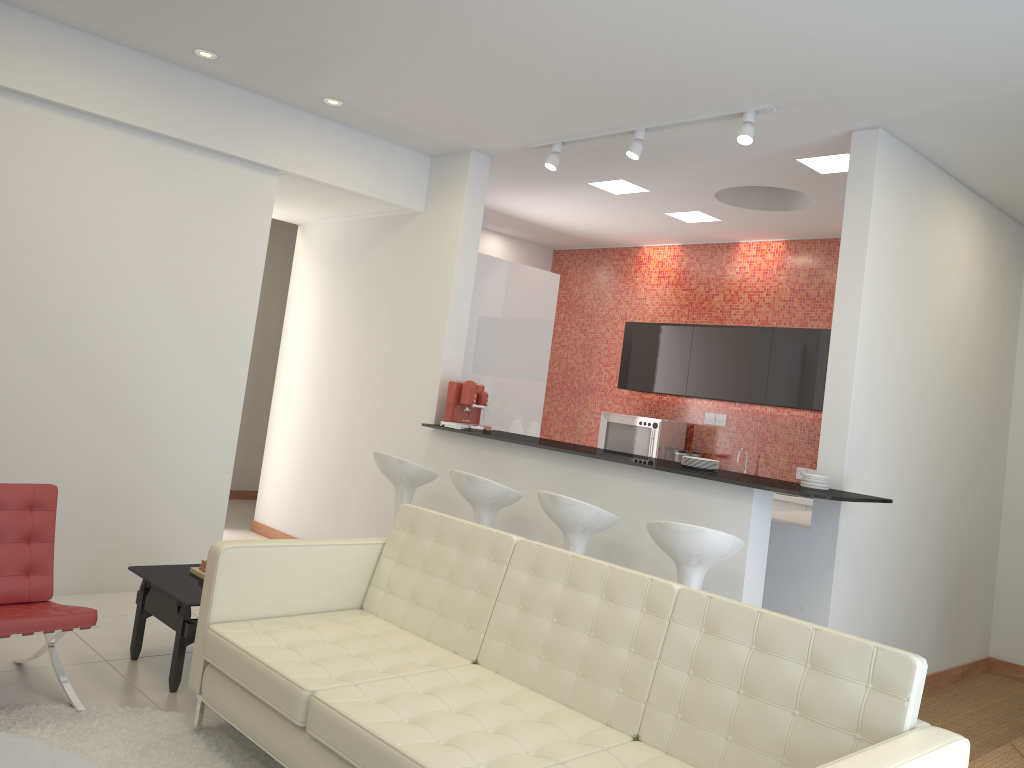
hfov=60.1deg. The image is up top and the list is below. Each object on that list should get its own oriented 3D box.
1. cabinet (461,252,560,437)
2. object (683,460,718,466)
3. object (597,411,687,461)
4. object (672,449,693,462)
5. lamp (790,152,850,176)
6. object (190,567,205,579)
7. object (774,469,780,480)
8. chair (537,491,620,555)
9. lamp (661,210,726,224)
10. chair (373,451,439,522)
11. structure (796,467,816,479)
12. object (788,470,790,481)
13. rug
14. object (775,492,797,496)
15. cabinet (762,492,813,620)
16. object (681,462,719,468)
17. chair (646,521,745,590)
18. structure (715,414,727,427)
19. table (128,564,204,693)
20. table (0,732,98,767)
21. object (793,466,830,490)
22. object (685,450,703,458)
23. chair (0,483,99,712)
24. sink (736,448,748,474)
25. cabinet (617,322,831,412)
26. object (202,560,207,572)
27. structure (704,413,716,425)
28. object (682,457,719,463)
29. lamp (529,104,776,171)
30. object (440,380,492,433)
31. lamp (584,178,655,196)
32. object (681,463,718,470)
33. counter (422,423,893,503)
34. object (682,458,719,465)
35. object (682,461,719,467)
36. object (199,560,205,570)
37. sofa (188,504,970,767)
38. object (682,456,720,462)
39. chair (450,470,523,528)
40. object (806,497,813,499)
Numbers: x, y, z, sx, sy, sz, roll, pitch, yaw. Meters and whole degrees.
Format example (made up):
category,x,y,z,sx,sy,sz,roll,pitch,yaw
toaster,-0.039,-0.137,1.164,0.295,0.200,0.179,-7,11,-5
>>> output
category,x,y,z,sx,sy,sz,roll,pitch,yaw
cabinet,-0.704,0.235,7.429,1.051,2.534,1.640,11,-5,-43
object,1.072,0.453,5.042,0.210,0.015,0.209,8,-1,1
object,1.218,0.548,8.432,0.433,0.472,0.724,10,-3,-43
object,1.532,0.710,8.001,0.171,0.216,0.172,9,-3,-25
lamp,2.042,-1.407,5.601,0.406,0.035,0.409,8,-1,-43
object,-1.326,0.943,4.330,0.358,0.021,0.361,8,-1,-43
object,2.199,0.795,7.253,0.011,0.178,0.164,10,-3,-30
chair,0.300,1.087,4.649,0.462,1.025,0.457,10,-4,-32
lamp,1.550,-1.443,7.569,0.406,0.035,0.409,8,-1,-43
chair,-0.742,0.966,5.761,0.462,1.025,0.457,10,-4,-32
structure,2.488,0.763,7.454,0.016,0.099,0.198,11,-4,-43
object,2.263,0.803,7.252,0.009,0.196,0.139,6,-3,16
rug,-1.011,1.386,2.174,2.430,0.005,3.335,8,-1,-42
object,2.225,0.893,7.194,0.218,0.014,0.218,8,-1,-3
cabinet,1.305,1.269,6.795,2.481,0.988,3.343,9,-2,-43
object,1.070,0.467,5.041,0.210,0.015,0.209,8,-1,1
chair,0.803,1.146,4.116,0.458,1.025,0.462,5,-4,33
structure,1.922,0.333,8.142,0.008,0.105,0.114,11,-4,-43
table,-1.325,1.167,4.334,0.912,0.424,0.702,9,-2,-43
table,-1.567,1.102,1.653,1.529,0.406,1.324,9,-2,-44
object,1.574,0.491,4.638,0.174,0.098,0.139,6,-2,40
object,1.672,0.731,8.189,0.171,0.216,0.172,9,-3,-25
chair,-2.145,0.848,3.548,0.708,0.820,0.696,5,-4,42
sink,1.945,0.820,7.668,0.414,0.540,0.810,10,-3,-43
cabinet,2.300,-0.137,7.595,0.350,0.662,3.250,11,-3,-43
object,-1.490,0.885,4.311,0.030,0.052,0.030,10,-4,-36
structure,1.840,0.324,8.226,0.012,0.105,0.114,11,-4,-43
object,1.073,0.439,5.043,0.210,0.015,0.209,8,-1,1
lamp,0.745,-1.465,5.387,0.112,0.200,1.826,11,-3,-43
object,-0.250,0.150,6.061,0.319,0.338,0.321,10,-4,-43
lamp,0.834,-1.547,6.892,0.406,0.035,0.409,8,-1,-43
object,1.069,0.474,5.040,0.210,0.015,0.209,8,-1,1
counter,0.650,0.438,5.310,0.732,0.019,2.971,8,-1,-43
object,1.072,0.446,5.042,0.210,0.015,0.209,8,-1,1
object,1.071,0.460,5.041,0.210,0.015,0.209,8,-1,1
object,-1.518,0.886,4.340,0.030,0.044,0.030,10,-4,-36
sofa,-0.040,1.058,2.938,0.995,0.926,2.571,10,-2,-43
object,1.074,0.432,5.043,0.210,0.015,0.209,8,-1,1
chair,-0.200,1.029,5.182,0.462,1.025,0.457,10,-4,-32
object,2.450,0.923,7.190,0.217,0.014,0.219,8,-1,-38
